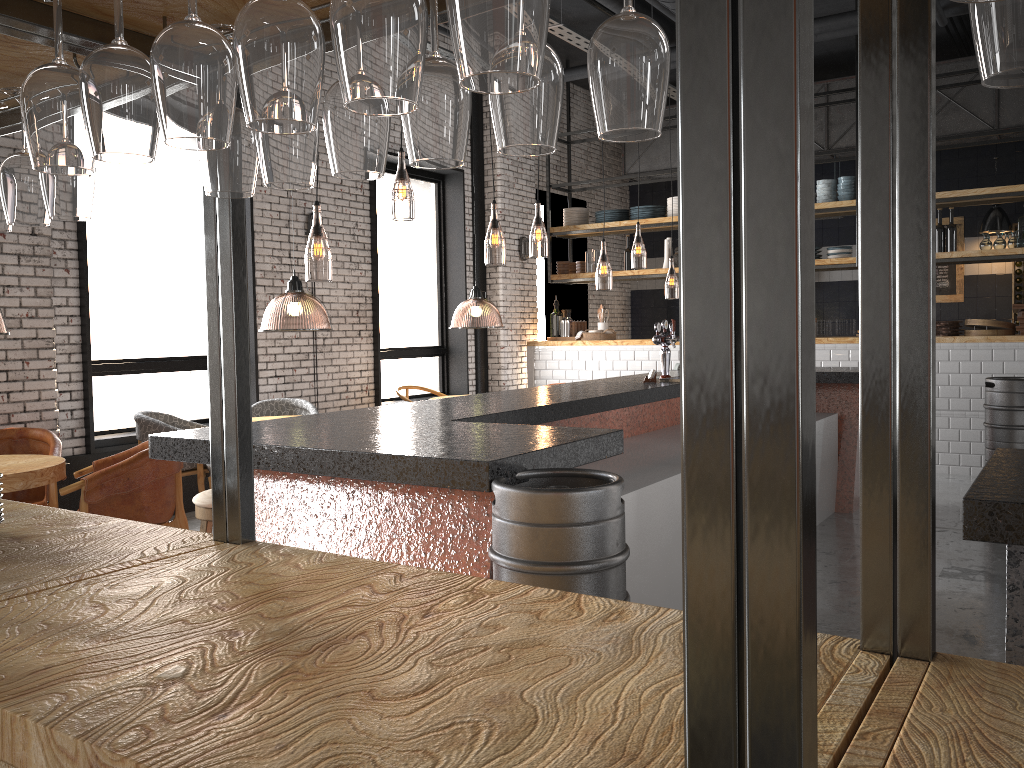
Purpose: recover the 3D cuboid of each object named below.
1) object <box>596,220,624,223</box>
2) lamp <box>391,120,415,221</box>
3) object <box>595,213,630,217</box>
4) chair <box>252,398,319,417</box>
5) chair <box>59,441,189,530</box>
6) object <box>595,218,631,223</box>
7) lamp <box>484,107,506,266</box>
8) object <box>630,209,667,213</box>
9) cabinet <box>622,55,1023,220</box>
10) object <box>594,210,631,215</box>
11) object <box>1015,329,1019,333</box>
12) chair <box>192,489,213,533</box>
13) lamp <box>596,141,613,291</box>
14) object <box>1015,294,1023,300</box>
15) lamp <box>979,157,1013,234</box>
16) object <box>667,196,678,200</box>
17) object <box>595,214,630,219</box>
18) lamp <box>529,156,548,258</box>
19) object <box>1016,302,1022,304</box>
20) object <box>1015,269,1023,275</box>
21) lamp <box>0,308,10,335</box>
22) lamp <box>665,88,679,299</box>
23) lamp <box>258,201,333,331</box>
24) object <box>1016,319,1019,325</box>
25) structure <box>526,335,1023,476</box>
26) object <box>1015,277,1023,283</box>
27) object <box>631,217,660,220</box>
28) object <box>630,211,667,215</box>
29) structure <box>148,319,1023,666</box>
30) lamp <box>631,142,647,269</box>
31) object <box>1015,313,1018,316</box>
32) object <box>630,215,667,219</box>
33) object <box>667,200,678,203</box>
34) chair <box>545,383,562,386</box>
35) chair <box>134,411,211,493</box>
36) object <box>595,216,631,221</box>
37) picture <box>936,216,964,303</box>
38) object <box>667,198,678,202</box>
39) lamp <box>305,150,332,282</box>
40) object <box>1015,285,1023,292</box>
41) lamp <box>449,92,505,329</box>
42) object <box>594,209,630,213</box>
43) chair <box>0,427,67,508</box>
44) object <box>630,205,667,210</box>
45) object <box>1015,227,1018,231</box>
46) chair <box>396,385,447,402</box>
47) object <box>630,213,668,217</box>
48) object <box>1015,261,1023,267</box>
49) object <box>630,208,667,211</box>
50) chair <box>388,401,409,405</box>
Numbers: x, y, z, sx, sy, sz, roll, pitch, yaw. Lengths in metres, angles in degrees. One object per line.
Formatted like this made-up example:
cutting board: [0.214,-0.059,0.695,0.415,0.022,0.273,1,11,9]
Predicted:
object: [1.267,-2.010,11.129,0.454,0.033,0.454,2,5,41]
lamp: [-0.511,-1.544,4.002,0.108,1.597,0.108,-2,3,-25]
object: [1.264,-2.104,11.125,0.454,0.043,0.454,2,4,38]
chair: [-1.875,0.596,7.336,0.681,0.928,0.644,-2,3,-13]
chair: [-2.031,0.754,4.773,0.644,0.928,0.681,-2,3,-20]
object: [1.265,-2.034,11.129,0.454,0.043,0.454,1,4,35]
lamp: [-0.097,-1.328,4.433,0.108,1.460,0.108,-1,2,5]
object: [1.676,-2.096,10.862,0.454,0.037,0.454,-2,4,-13]
cabinet: [4.282,-3.096,11.854,5.864,1.767,0.682,1,3,33]
object: [1.263,-2.128,11.125,0.454,0.047,0.454,1,4,30]
object: [6.455,-0.688,11.297,0.079,0.079,0.281,1,4,33]
chair: [-1.170,0.841,3.712,0.480,0.805,0.439,-1,3,-8]
lamp: [0.568,-1.391,5.573,0.108,1.597,0.108,-1,2,15]
object: [6.427,-1.106,11.249,0.079,0.079,0.284,1,4,33]
lamp: [6.177,-2.411,11.319,0.390,0.936,0.391,1,3,35]
object: [2.028,-2.208,10.629,0.335,0.039,0.335,-1,3,7]
object: [1.266,-2.081,11.127,0.454,0.038,0.454,-1,4,10]
lamp: [0.138,-1.518,5.012,0.108,1.597,0.108,-2,3,-25]
object: [6.449,-1.003,11.284,0.079,0.079,0.281,1,4,33]
object: [6.428,-1.421,11.248,0.079,0.079,0.284,1,4,33]
lamp: [-2.891,-1.447,4.476,0.536,2.404,0.537,-2,2,-15]
lamp: [1.191,-1.439,6.650,0.108,1.597,0.108,-2,3,-25]
lamp: [-1.611,-1.592,6.466,0.536,2.404,0.537,-2,2,-15]
object: [6.445,-0.792,11.280,0.079,0.079,0.281,1,4,33]
structure: [3.036,0.147,10.016,5.801,1.344,1.512,1,4,33]
object: [6.444,-1.318,11.273,0.079,0.079,0.284,1,4,33]
object: [1.677,-2.001,10.865,0.454,0.033,0.454,2,5,41]
object: [1.676,-2.072,10.862,0.454,0.038,0.454,1,4,34]
structure: [2.013,0.393,4.611,4.311,1.532,5.881,1,4,33]
lamp: [0.868,-1.601,6.147,0.108,1.597,0.108,-2,3,-25]
object: [6.438,-0.897,11.268,0.079,0.079,0.281,1,4,33]
object: [1.678,-2.026,10.864,0.454,0.045,0.454,-1,3,8]
object: [2.028,-2.169,10.631,0.335,0.044,0.335,-1,3,3]
chair: [0.382,0.463,8.810,0.644,0.928,0.681,-3,3,-35]
chair: [-2.484,0.656,6.543,0.644,0.928,0.681,-2,3,-13]
object: [1.265,-2.057,11.128,0.454,0.044,0.454,1,4,28]
picture: [5.621,-1.671,12.101,0.980,1.141,0.021,1,3,33]
object: [2.027,-2.188,10.630,0.334,0.039,0.335,-1,3,8]
lamp: [-0.797,-1.213,3.561,0.108,1.597,0.108,-2,3,-25]
object: [6.437,-1.212,11.264,0.079,0.079,0.284,1,4,33]
lamp: [-0.358,-1.734,8.413,0.536,2.404,0.537,-2,2,-15]
object: [1.263,-2.152,11.123,0.454,0.050,0.454,-4,5,-44]
chair: [-2.960,0.743,5.259,0.681,0.928,0.644,-2,3,-15]
object: [1.675,-2.143,10.859,0.454,0.039,0.454,-4,4,-38]
object: [6.413,-1.945,11.218,0.079,0.079,0.284,1,4,33]
chair: [-0.901,0.480,9.018,0.644,0.920,0.613,1,3,40]
object: [1.676,-2.049,10.863,0.454,0.042,0.454,-2,3,-7]
object: [6.431,-1.527,11.251,0.079,0.079,0.284,1,4,33]
object: [1.675,-2.120,10.859,0.454,0.050,0.454,-1,3,8]
chair: [-1.027,0.608,6.873,0.644,0.928,0.681,-2,3,-13]
